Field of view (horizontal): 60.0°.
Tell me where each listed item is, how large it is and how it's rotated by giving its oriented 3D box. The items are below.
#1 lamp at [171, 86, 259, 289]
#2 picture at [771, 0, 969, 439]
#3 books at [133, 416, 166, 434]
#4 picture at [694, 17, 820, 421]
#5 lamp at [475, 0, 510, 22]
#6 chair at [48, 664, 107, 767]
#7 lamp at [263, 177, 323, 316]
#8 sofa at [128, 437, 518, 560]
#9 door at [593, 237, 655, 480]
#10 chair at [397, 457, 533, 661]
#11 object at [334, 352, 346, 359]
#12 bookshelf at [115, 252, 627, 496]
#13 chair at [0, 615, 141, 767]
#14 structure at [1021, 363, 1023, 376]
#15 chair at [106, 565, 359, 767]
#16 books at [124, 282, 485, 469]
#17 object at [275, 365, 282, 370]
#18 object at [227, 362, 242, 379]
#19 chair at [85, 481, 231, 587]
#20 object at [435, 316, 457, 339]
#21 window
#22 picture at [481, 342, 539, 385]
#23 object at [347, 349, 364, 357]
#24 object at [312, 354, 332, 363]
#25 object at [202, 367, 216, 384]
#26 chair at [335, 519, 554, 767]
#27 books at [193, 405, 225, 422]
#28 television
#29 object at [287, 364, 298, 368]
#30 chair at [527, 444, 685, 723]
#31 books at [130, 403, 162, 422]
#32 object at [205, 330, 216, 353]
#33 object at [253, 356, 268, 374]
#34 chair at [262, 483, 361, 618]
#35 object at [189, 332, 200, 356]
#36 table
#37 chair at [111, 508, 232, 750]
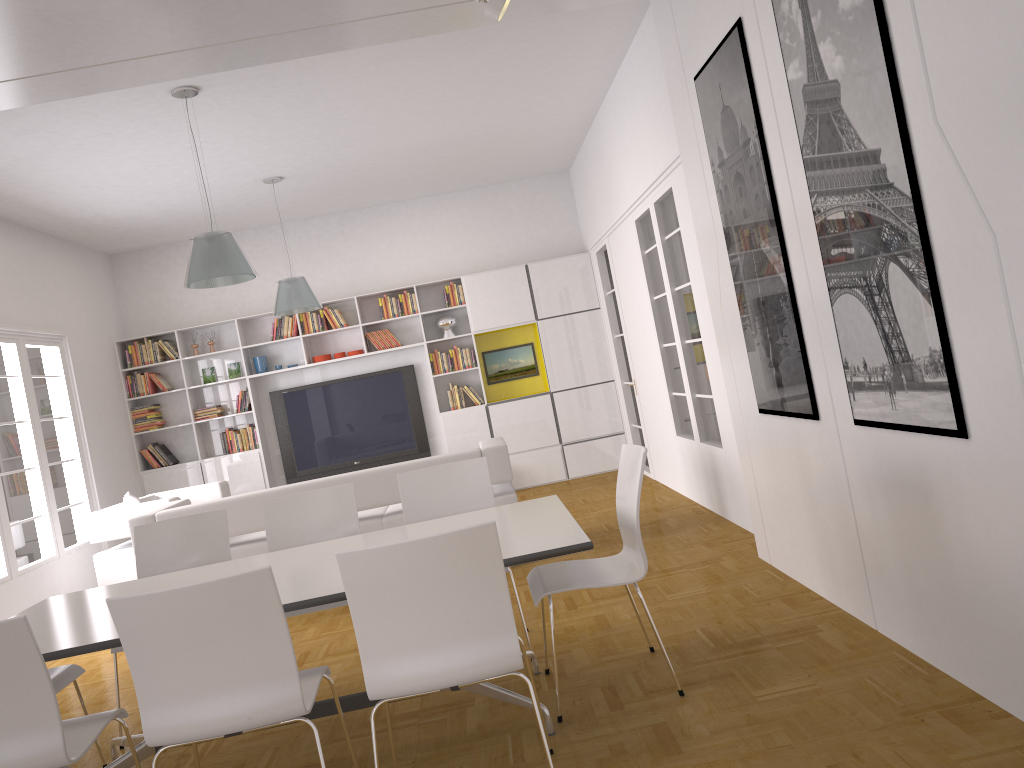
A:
[{"bbox_3d":[-1.981,-1.268,5.688,0.464,1.250,0.464,-11,0,-3],"label":"lamp"},{"bbox_3d":[1.188,-0.709,3.084,0.016,1.780,0.786,-11,0,-3],"label":"picture"},{"bbox_3d":[-4.045,0.463,9.913,0.284,0.153,0.207,-11,1,-3],"label":"books"},{"bbox_3d":[1.134,-0.718,4.225,0.013,1.780,0.786,-11,0,-3],"label":"picture"},{"bbox_3d":[-0.091,-1.883,4.161,0.173,0.364,0.167,-11,0,40],"label":"lamp"},{"bbox_3d":[-2.085,1.250,3.516,0.575,0.931,0.561,-11,0,-3],"label":"chair"},{"bbox_3d":[-2.105,-1.288,8.227,0.464,1.250,0.464,-11,0,-3],"label":"lamp"},{"bbox_3d":[-1.261,1.068,6.462,2.623,0.849,0.822,-11,0,-3],"label":"sofa"},{"bbox_3d":[1.176,-0.262,9.280,0.139,2.454,1.008,-11,0,-3],"label":"door"},{"bbox_3d":[-0.266,0.882,4.372,0.561,0.931,0.575,-11,0,-3],"label":"chair"},{"bbox_3d":[-1.944,-0.315,10.020,0.129,0.073,0.129,-11,1,-6],"label":"object"},{"bbox_3d":[-1.516,0.235,10.061,5.366,2.480,0.389,-11,0,-3],"label":"bookshelf"},{"bbox_3d":[-1.538,1.157,2.748,0.561,0.931,0.575,-11,0,-3],"label":"chair"},{"bbox_3d":[1.370,-0.002,2.304,0.013,0.104,0.114,-11,0,-3],"label":"structure"},{"bbox_3d":[-0.851,1.023,2.783,0.561,0.931,0.575,-11,0,-3],"label":"chair"},{"bbox_3d":[-2.338,-0.113,9.990,3.863,1.455,0.235,-11,0,-3],"label":"books"},{"bbox_3d":[-2.622,-0.179,9.973,0.078,0.056,0.078,-11,1,22],"label":"object"},{"bbox_3d":[-3.151,-0.148,10.066,0.144,0.190,0.051,-11,0,-3],"label":"object"},{"bbox_3d":[-3.049,1.345,7.878,0.801,0.911,1.097,-11,0,7],"label":"chair"},{"bbox_3d":[-0.741,-0.635,10.079,0.256,0.239,0.257,-11,0,5],"label":"object"},{"bbox_3d":[-4.059,0.759,6.878,0.195,2.528,3.350,-11,1,-3],"label":"window"},{"bbox_3d":[-0.017,-0.233,10.243,0.609,0.388,0.007,-11,0,-3],"label":"picture"},{"bbox_3d":[-1.765,-0.346,10.010,0.182,0.054,0.183,-11,1,-6],"label":"object"},{"bbox_3d":[-2.144,-0.282,10.009,0.211,0.073,0.211,-11,1,-28],"label":"object"},{"bbox_3d":[-3.434,-0.092,10.052,0.144,0.190,0.051,-11,0,-3],"label":"object"},{"bbox_3d":[-0.203,0.896,2.816,0.561,0.931,0.575,-11,0,-3],"label":"chair"},{"bbox_3d":[-3.389,0.334,9.947,0.284,0.153,0.207,-11,1,-3],"label":"books"},{"bbox_3d":[-1.836,0.468,10.107,1.660,1.088,0.082,-11,0,-3],"label":"television"},{"bbox_3d":[-2.466,-0.198,9.981,0.124,0.032,0.123,-11,1,-17],"label":"object"},{"bbox_3d":[0.352,0.767,3.642,0.575,0.931,0.561,-11,0,-3],"label":"chair"},{"bbox_3d":[-4.089,0.319,9.913,0.252,0.153,0.207,-11,1,-3],"label":"books"},{"bbox_3d":[-3.421,-0.463,9.990,0.179,0.260,0.119,-11,0,18],"label":"object"},{"bbox_3d":[-2.820,-0.210,9.963,0.147,0.192,0.147,-11,0,-14],"label":"object"},{"bbox_3d":[-0.954,1.016,4.337,0.561,0.931,0.575,-11,0,-3],"label":"chair"},{"bbox_3d":[-3.539,-0.449,9.967,0.120,0.279,0.179,-11,0,3],"label":"object"},{"bbox_3d":[-0.867,1.115,3.560,2.411,0.722,1.210,-11,1,-3],"label":"table"},{"bbox_3d":[-1.601,1.143,4.304,0.561,0.931,0.575,-11,0,-3],"label":"chair"}]
